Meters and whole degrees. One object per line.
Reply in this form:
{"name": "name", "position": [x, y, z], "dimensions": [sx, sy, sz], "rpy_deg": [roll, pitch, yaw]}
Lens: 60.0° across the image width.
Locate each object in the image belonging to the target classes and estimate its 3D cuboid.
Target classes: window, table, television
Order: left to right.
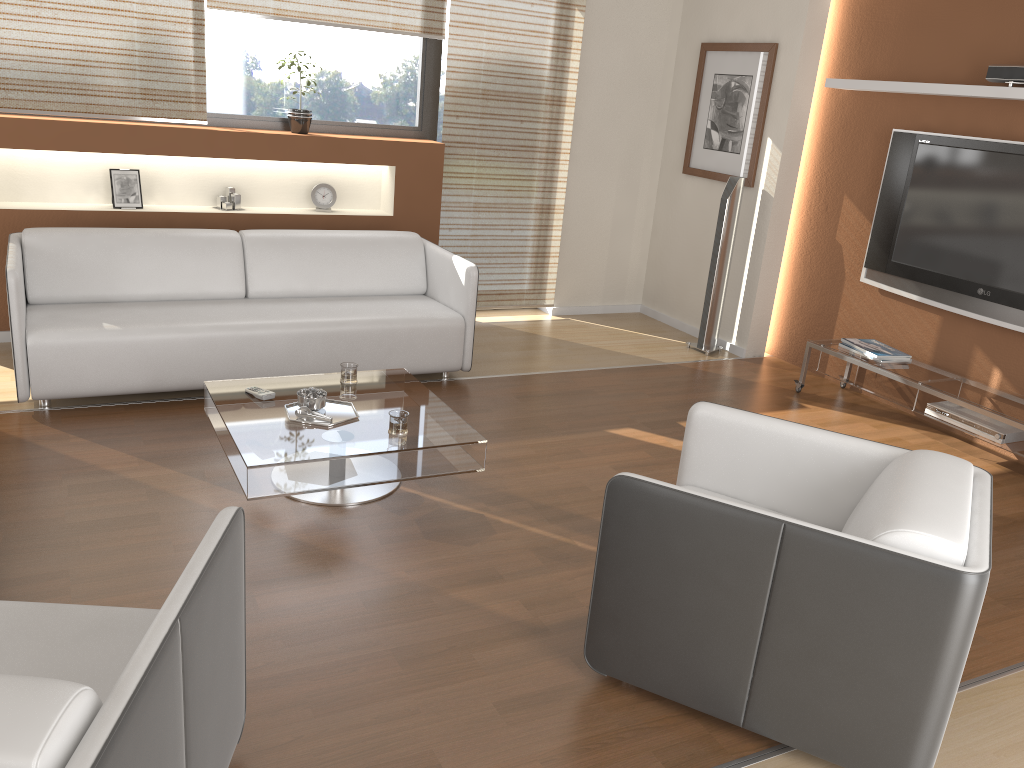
{"name": "window", "position": [-1.826, -2.078, 5.174], "dimensions": [2.817, 0.986, 0.010], "rpy_deg": [-4, 21, -27]}
{"name": "table", "position": [-0.710, 0.243, 3.617], "dimensions": [0.900, 0.300, 0.900], "rpy_deg": [-4, 21, -27]}
{"name": "window", "position": [-0.149, -1.669, 6.247], "dimensions": [0.889, 2.162, 0.010], "rpy_deg": [-4, 21, -27]}
{"name": "television", "position": [2.508, -0.764, 4.512], "dimensions": [0.097, 0.900, 1.594], "rpy_deg": [-4, 21, -27]}

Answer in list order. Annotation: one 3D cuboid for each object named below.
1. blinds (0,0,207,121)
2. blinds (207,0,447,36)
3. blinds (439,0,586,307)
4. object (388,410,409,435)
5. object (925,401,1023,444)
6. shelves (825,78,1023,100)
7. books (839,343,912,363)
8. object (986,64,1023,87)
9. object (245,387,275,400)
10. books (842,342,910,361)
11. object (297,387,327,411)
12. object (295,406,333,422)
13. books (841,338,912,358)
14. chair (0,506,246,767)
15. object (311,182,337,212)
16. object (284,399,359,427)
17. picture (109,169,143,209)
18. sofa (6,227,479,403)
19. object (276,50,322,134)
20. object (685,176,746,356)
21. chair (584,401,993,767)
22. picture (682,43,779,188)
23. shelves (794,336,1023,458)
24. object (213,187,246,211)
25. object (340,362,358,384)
{"name": "blinds", "position": [-2.345, -1.947, 4.613], "dimensions": [1.432, 1.044, 0.001], "rpy_deg": [-4, 21, -27]}
{"name": "blinds", "position": [-1.037, -2.332, 5.177], "dimensions": [1.432, 0.441, 0.001], "rpy_deg": [-4, 21, -27]}
{"name": "blinds", "position": [-0.027, -1.587, 6.017], "dimensions": [0.980, 2.200, 0.001], "rpy_deg": [-4, 21, -27]}
{"name": "object", "position": [-0.433, 0.147, 3.387], "dimensions": [0.079, 0.077, 0.079], "rpy_deg": [-10, 24, -38]}
{"name": "object", "position": [2.358, 0.185, 4.473], "dimensions": [0.274, 0.052, 0.435], "rpy_deg": [-4, 21, -27]}
{"name": "shelves", "position": [2.546, -1.380, 4.241], "dimensions": [0.200, 0.050, 2.612], "rpy_deg": [-4, 21, -27]}
{"name": "books", "position": [2.058, -0.181, 5.032], "dimensions": [0.228, 0.017, 0.326], "rpy_deg": [-3, 20, -24]}
{"name": "object", "position": [2.530, -1.469, 4.251], "dimensions": [0.182, 0.109, 0.470], "rpy_deg": [-4, 21, -27]}
{"name": "object", "position": [-1.036, 0.033, 3.634], "dimensions": [0.158, 0.029, 0.064], "rpy_deg": [22, 24, 40]}
{"name": "books", "position": [2.059, -0.193, 5.029], "dimensions": [0.228, 0.017, 0.326], "rpy_deg": [2, 19, -11]}
{"name": "object", "position": [-0.798, 0.059, 3.537], "dimensions": [0.117, 0.079, 0.118], "rpy_deg": [-2, 20, -21]}
{"name": "object", "position": [-0.765, 0.117, 3.443], "dimensions": [0.147, 0.035, 0.051], "rpy_deg": [9, 19, 12]}
{"name": "books", "position": [2.061, -0.205, 5.025], "dimensions": [0.228, 0.017, 0.326], "rpy_deg": [0, 19, -16]}
{"name": "chair", "position": [-0.985, 0.646, 1.633], "dimensions": [0.767, 0.661, 0.919], "rpy_deg": [4, 19, -4]}
{"name": "object", "position": [-1.194, -1.187, 5.624], "dimensions": [0.160, 0.176, 0.096], "rpy_deg": [1, 19, -13]}
{"name": "object", "position": [-0.754, 0.110, 3.511], "dimensions": [0.273, 0.011, 0.315], "rpy_deg": [-2, 20, -21]}
{"name": "picture", "position": [-2.209, -1.118, 5.071], "dimensions": [0.159, 0.216, 0.133], "rpy_deg": [-7, 22, -32]}
{"name": "sofa", "position": [-1.391, -0.435, 4.731], "dimensions": [2.238, 0.661, 0.919], "rpy_deg": [-4, 21, -27]}
{"name": "object", "position": [-1.266, -1.744, 5.309], "dimensions": [0.268, 0.477, 0.342], "rpy_deg": [-9, 23, -37]}
{"name": "object", "position": [1.387, -0.781, 5.890], "dimensions": [0.215, 1.165, 0.228], "rpy_deg": [-7, 22, -32]}
{"name": "chair", "position": [0.802, 0.528, 2.558], "dimensions": [0.919, 0.706, 0.767], "rpy_deg": [14, 20, 25]}
{"name": "picture", "position": [1.442, -1.817, 5.951], "dimensions": [0.025, 0.884, 0.734], "rpy_deg": [-4, 21, -27]}
{"name": "shelves", "position": [2.242, 0.122, 4.746], "dimensions": [0.444, 0.340, 1.617], "rpy_deg": [-4, 21, -27]}
{"name": "object", "position": [-1.714, -1.126, 5.367], "dimensions": [0.141, 0.131, 0.141], "rpy_deg": [20, 23, 37]}
{"name": "object", "position": [-0.715, -0.048, 3.889], "dimensions": [0.079, 0.077, 0.079], "rpy_deg": [-10, 24, -38]}
